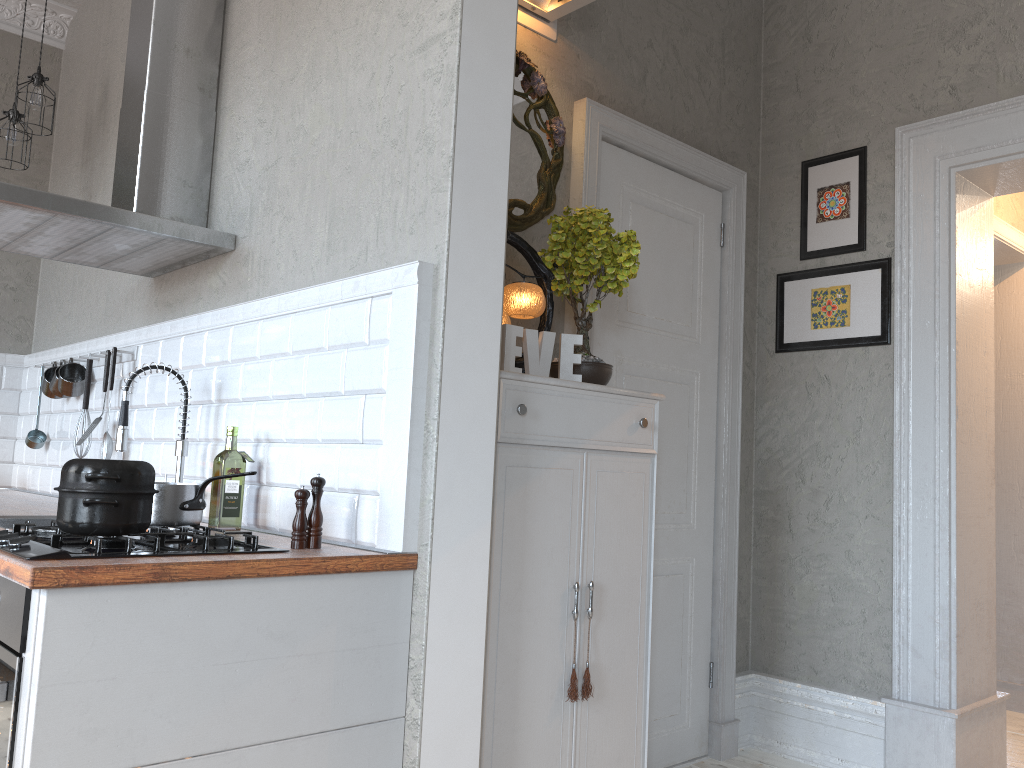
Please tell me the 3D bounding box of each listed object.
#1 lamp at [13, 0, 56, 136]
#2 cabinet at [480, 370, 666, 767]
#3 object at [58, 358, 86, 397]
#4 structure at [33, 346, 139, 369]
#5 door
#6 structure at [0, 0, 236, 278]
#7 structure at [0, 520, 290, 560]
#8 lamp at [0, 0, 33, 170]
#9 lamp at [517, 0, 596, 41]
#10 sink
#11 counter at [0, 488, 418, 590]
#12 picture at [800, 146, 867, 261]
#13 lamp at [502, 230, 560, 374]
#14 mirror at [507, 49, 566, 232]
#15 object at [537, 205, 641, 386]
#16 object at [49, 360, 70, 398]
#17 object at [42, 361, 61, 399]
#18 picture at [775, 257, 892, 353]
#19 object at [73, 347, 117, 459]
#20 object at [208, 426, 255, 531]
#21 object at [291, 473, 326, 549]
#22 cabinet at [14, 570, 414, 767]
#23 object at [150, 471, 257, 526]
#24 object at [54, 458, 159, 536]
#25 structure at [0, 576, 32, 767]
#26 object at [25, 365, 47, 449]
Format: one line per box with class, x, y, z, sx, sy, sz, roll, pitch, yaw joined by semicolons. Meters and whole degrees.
lamp;-2.009;-1.950;3.878;0.145;1.735;0.148;1;-6;19
cabinet;0.058;0.648;2.436;0.680;1.297;0.375;8;-8;-42
object;-1.779;-0.028;3.595;0.110;0.161;0.134;5;-6;-25
structure;-1.773;-0.095;3.637;0.096;0.053;1.062;8;-8;-42
door;0.524;0.276;3.196;0.767;2.183;0.078;8;-8;-43
structure;-1.355;-1.243;2.937;0.728;1.596;0.696;8;-8;-42
structure;-0.853;0.328;1.919;0.507;0.031;0.592;8;-8;-42
lamp;-2.159;-1.820;3.958;0.147;1.735;0.146;3;-6;-1
lamp;0.066;-1.252;2.742;0.425;0.171;0.215;8;-8;-42
sink;-1.171;0.278;2.490;0.539;0.720;0.475;8;-8;-42
counter;-2.514;0.307;2.112;3.229;0.039;3.317;8;-8;-42
picture;1.276;-0.714;3.523;0.012;0.417;0.276;8;-8;-42
lamp;-0.039;-0.163;2.520;0.459;0.558;0.168;7;-7;-35
mirror;-0.014;-0.772;2.750;0.544;0.593;0.069;8;-8;-42
object;0.228;-0.252;2.668;0.299;0.553;0.338;4;-6;-8
object;-1.857;-0.022;3.693;0.111;0.161;0.134;8;-8;-40
object;-1.943;-0.017;3.785;0.110;0.161;0.134;6;-7;-30
picture;1.254;-0.301;3.484;0.014;0.331;0.479;8;-8;-42
object;-1.558;0.087;3.301;0.083;0.443;0.322;8;-8;-42
object;-0.759;0.258;2.419;0.091;0.282;0.080;8;-8;-42
object;-0.457;0.284;1.989;0.074;0.167;0.035;8;-8;-42
cabinet;-2.294;0.767;2.488;4.188;0.854;1.991;2;-6;3
object;-0.762;0.270;2.122;0.306;0.134;0.173;3;-6;-9
object;-0.811;0.225;1.774;0.189;0.147;0.193;0;-6;27
structure;-0.848;0.692;1.897;0.631;0.623;0.609;8;-8;-42
object;-2.116;0.102;3.965;0.078;0.379;0.081;8;-8;-42
